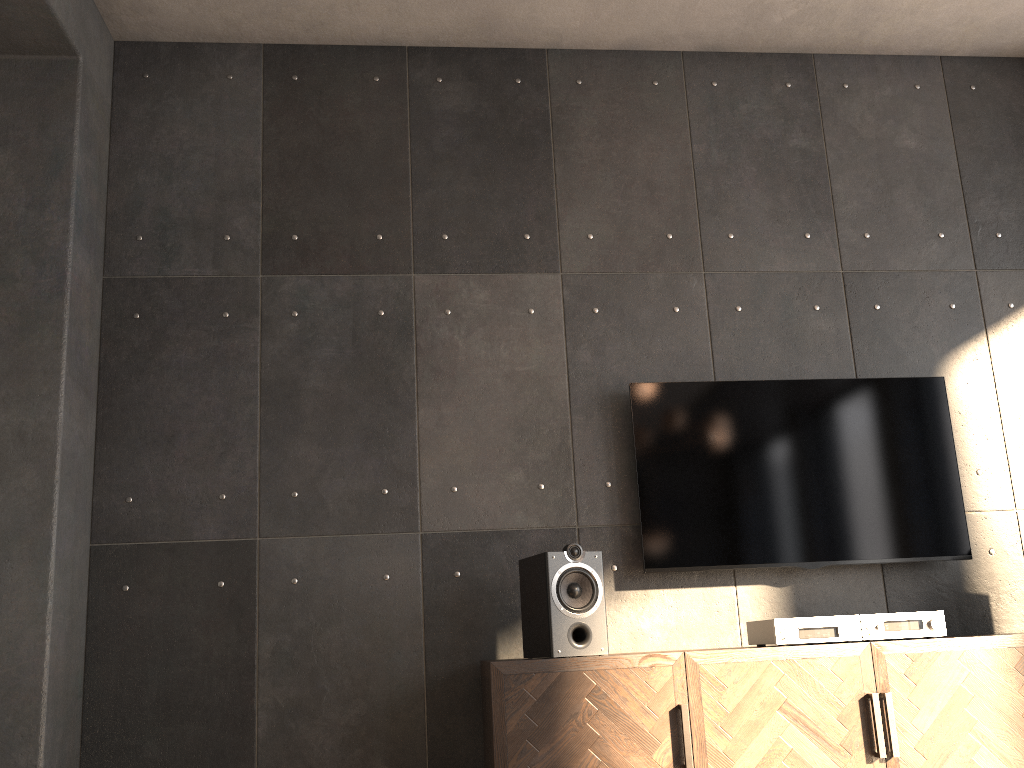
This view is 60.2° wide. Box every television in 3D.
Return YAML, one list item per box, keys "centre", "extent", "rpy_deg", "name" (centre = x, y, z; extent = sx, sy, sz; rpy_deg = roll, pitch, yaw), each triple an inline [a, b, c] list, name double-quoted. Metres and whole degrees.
- centre: [1.091, 0.344, 3.371]
  extent: [1.265, 0.722, 0.058]
  rpy_deg: [-1, -12, -6]
  name: "television"

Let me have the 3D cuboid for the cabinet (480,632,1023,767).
- centre: [1.122, 1.150, 2.963]
  extent: [2.407, 0.541, 0.552]
  rpy_deg: [-1, -14, -6]
  name: "cabinet"

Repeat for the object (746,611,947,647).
- centre: [1.112, 0.823, 2.960]
  extent: [0.573, 0.086, 0.276]
  rpy_deg: [-1, -16, -6]
  name: "object"

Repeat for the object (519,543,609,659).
- centre: [0.165, 0.710, 2.880]
  extent: [0.198, 0.347, 0.254]
  rpy_deg: [2, -14, -20]
  name: "object"
